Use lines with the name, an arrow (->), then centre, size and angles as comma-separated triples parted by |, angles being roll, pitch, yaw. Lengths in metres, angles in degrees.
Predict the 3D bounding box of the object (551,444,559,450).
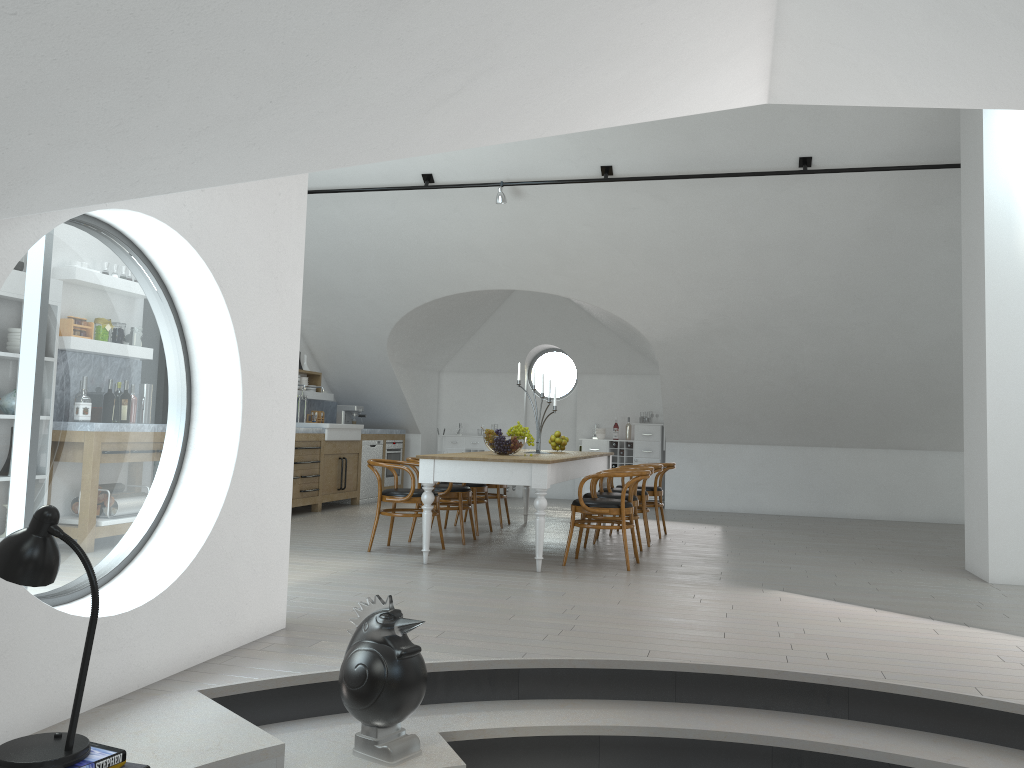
object -> 0.443, 0.641, 9.076 | 0.080, 0.074, 0.078 | 4, -4, -31

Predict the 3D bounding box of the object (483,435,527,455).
object -> -0.060, 0.508, 7.296 | 0.360, 0.160, 0.359 | 2, -3, -5

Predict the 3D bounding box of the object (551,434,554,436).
object -> 0.427, 0.548, 9.123 | 0.062, 0.060, 0.062 | 1, -4, 15

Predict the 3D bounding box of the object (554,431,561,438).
object -> 0.468, 0.514, 9.056 | 0.072, 0.074, 0.072 | 1, -4, 14

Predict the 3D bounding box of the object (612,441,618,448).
object -> 1.491, 0.871, 12.705 | 0.092, 0.094, 0.358 | 1, -3, 15

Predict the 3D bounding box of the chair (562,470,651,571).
chair -> 0.746, 1.020, 6.800 | 0.621, 0.736, 0.526 | 0, -4, 18

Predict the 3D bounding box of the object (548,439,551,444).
object -> 0.406, 0.591, 9.091 | 0.062, 0.060, 0.062 | 0, -4, 19

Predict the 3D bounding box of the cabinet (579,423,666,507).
cabinet -> 1.588, 1.141, 12.714 | 1.242, 1.156, 0.608 | 1, -4, 14

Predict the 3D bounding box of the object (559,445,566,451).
object -> 0.516, 0.650, 9.063 | 0.063, 0.064, 0.063 | 0, -4, 25

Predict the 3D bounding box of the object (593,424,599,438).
object -> 1.239, 0.686, 13.025 | 0.115, 0.209, 0.065 | 0, -5, 17

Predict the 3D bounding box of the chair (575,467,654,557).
chair -> 0.886, 1.062, 7.512 | 0.621, 0.736, 0.526 | 1, -4, 14

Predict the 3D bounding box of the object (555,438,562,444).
object -> 0.472, 0.575, 8.985 | 0.071, 0.064, 0.072 | 1, -4, 8

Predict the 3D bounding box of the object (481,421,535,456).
object -> -0.037, 0.444, 7.281 | 0.393, 0.285, 0.292 | 3, -4, -21

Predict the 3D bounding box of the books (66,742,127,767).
books -> -1.229, 1.001, 2.334 | 0.269, 0.031, 0.285 | 0, -3, 24

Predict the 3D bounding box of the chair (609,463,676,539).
chair -> 1.326, 1.147, 8.891 | 0.621, 0.736, 0.526 | 1, -4, 17

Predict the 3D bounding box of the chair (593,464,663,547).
chair -> 1.081, 1.104, 8.210 | 0.621, 0.736, 0.526 | 1, -4, 10

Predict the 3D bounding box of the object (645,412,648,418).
object -> 1.934, 0.489, 12.768 | 0.054, 0.179, 0.054 | 1, -5, 9

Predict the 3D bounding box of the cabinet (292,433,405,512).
cabinet -> -2.796, 1.042, 9.799 | 1.004, 1.024, 6.414 | 1, -3, 14

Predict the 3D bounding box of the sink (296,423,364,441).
sink -> -2.360, 0.584, 10.892 | 0.727, 0.202, 1.018 | 1, -3, 14

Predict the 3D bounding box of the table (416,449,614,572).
table -> 0.182, 1.031, 8.021 | 1.018, 0.801, 3.341 | 1, -3, 14

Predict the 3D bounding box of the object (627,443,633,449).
object -> 1.690, 0.878, 12.645 | 0.087, 0.085, 0.359 | 1, -3, 14

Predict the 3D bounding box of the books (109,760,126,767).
books -> -1.229, 1.034, 2.332 | 0.286, 0.034, 0.304 | 2, -3, 4

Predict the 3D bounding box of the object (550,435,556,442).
object -> 0.420, 0.559, 9.036 | 0.066, 0.071, 0.072 | 3, -4, -16

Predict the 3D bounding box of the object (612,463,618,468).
object -> 1.512, 1.177, 12.676 | 0.156, 0.086, 0.330 | 1, -3, 15

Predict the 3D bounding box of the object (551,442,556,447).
object -> 0.422, 0.613, 9.008 | 0.059, 0.056, 0.059 | 1, -4, 9

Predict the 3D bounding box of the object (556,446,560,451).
object -> 0.467, 0.653, 9.012 | 0.050, 0.050, 0.051 | 1, -4, 18

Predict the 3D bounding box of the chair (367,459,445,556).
chair -> -0.894, 0.995, 7.274 | 0.621, 0.736, 0.526 | 1, -4, 14

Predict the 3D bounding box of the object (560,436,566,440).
object -> 0.519, 0.555, 9.047 | 0.058, 0.057, 0.053 | 0, -4, 29

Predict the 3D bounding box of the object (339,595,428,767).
object -> -0.469, 1.055, 3.236 | 0.320, 0.564, 0.320 | 3, -4, -13

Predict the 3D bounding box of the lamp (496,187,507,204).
lamp -> -0.107, -1.915, 9.005 | 0.112, 0.175, 0.114 | 4, -5, -23

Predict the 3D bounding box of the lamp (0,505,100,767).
lamp -> -1.251, 0.658, 2.377 | 0.322, 0.662, 0.233 | -1, -5, 30

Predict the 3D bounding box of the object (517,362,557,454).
object -> 0.239, 0.208, 8.254 | 0.265, 0.877, 0.773 | 3, -4, -12

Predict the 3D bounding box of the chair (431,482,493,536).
chair -> -0.535, 1.079, 8.676 | 0.621, 0.736, 0.526 | 1, -4, 18

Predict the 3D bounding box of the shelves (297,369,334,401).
shelves -> -3.090, -0.608, 9.573 | 0.480, 1.365, 5.538 | 1, -3, 9

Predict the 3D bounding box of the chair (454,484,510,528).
chair -> -0.347, 1.121, 9.372 | 0.621, 0.736, 0.526 | 1, -4, 11

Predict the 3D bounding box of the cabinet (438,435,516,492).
cabinet -> -0.522, 1.161, 13.054 | 1.134, 0.791, 0.495 | 1, -4, 14

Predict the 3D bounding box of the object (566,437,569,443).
object -> 0.553, 0.575, 9.090 | 0.063, 0.063, 0.062 | 3, -4, -23

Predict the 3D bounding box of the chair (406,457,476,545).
chair -> -0.657, 1.038, 7.959 | 0.621, 0.736, 0.526 | 1, -4, 11

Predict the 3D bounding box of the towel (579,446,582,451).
towel -> 1.004, 0.994, 12.930 | 0.049, 0.204, 0.149 | 1, -4, 15

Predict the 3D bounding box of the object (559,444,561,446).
object -> 0.503, 0.597, 9.117 | 0.076, 0.076, 0.076 | 3, -4, -19

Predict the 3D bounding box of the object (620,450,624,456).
object -> 1.587, 0.984, 12.677 | 0.085, 0.086, 0.330 | 1, -3, 14

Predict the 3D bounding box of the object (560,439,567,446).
object -> 0.527, 0.598, 9.012 | 0.071, 0.072, 0.070 | 3, -4, -21

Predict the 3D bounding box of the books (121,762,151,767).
books -> -1.231, 1.070, 2.328 | 0.365, 0.042, 0.387 | 1, -3, 14
